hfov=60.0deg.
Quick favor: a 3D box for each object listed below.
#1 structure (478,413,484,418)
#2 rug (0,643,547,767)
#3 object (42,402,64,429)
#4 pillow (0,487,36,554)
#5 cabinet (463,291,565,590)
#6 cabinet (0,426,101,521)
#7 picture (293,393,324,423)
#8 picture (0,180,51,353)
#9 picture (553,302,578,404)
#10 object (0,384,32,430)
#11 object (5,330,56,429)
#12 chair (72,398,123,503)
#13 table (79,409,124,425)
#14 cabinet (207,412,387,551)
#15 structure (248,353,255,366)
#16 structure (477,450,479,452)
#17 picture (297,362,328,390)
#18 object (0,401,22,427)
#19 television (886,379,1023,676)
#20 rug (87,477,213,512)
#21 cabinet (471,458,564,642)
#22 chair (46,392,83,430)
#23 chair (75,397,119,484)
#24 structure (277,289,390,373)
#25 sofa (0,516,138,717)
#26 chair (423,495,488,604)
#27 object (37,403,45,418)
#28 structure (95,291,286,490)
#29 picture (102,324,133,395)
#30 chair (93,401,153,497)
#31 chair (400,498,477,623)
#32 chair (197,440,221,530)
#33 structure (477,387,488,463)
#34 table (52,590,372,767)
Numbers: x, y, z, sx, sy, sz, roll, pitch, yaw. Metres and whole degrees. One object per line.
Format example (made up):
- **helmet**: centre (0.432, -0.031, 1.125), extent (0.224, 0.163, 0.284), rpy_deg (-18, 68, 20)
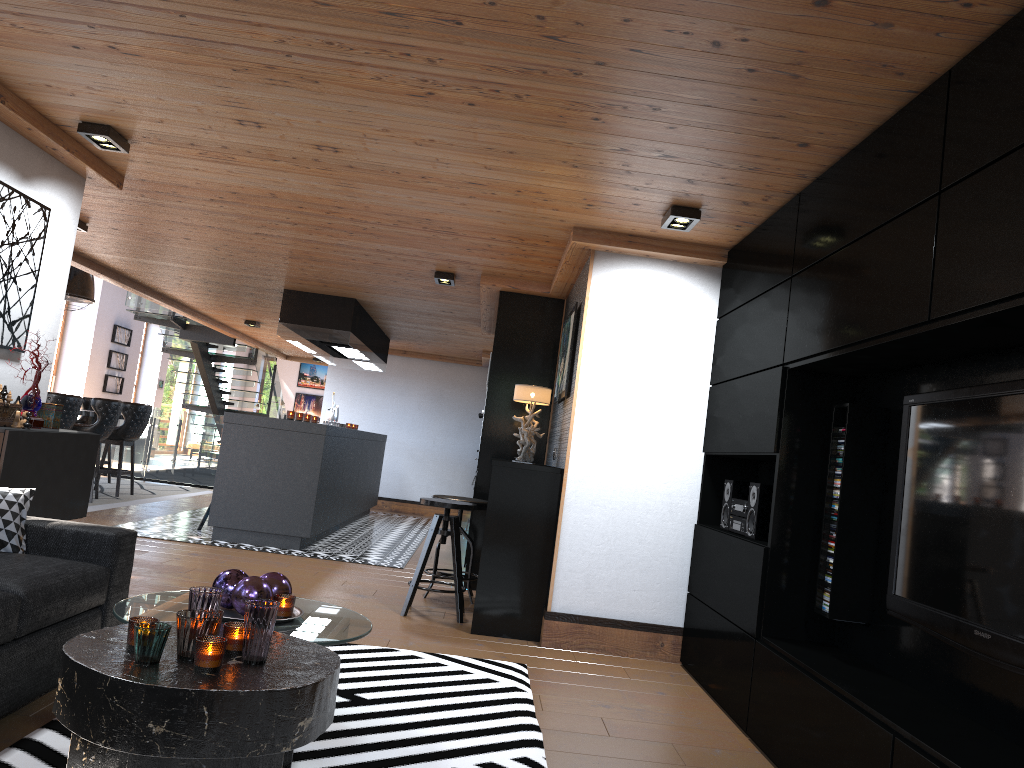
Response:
- **structure**: centre (-0.289, 0.425, 8.427), extent (0.090, 0.674, 0.593), rpy_deg (8, -5, -1)
- **rug**: centre (-0.692, 1.209, 3.055), extent (1.663, 0.020, 2.894), rpy_deg (7, -5, -2)
- **object**: centre (-2.478, 0.171, 4.764), extent (0.109, 0.135, 0.096), rpy_deg (8, -5, -12)
- **pillow**: centre (-2.102, 0.486, 3.347), extent (0.541, 0.346, 0.296), rpy_deg (12, -7, -41)
- **cabinet**: centre (-0.089, 0.649, 10.037), extent (0.544, 2.384, 6.415), rpy_deg (8, -5, -1)
- **cabinet**: centre (-2.473, 0.448, 4.411), extent (0.358, 0.469, 0.953), rpy_deg (7, -5, -1)
- **picture**: centre (-6.118, 0.719, 26.641), extent (0.880, 0.817, 0.036), rpy_deg (8, -6, -2)
- **picture**: centre (-2.505, -0.570, 4.405), extent (0.020, 0.783, 0.561), rpy_deg (8, -5, -1)
- **picture**: centre (0.354, -0.183, 5.964), extent (0.010, 0.595, 0.923), rpy_deg (8, -5, -1)
- **object**: centre (-2.400, 0.105, 4.224), extent (0.202, 0.197, 0.355), rpy_deg (6, -5, 10)
- **object**: centre (-2.435, -0.032, 4.495), extent (0.152, 0.505, 0.324), rpy_deg (8, -5, -2)
- **chair**: centre (-4.462, 0.678, 9.278), extent (0.572, 1.094, 0.500), rpy_deg (9, -6, -18)
- **table**: centre (-5.334, 0.672, 9.445), extent (1.430, 0.951, 3.788), rpy_deg (7, -5, -1)
- **cabinet**: centre (-2.191, 1.024, 10.015), extent (0.889, 1.105, 4.790), rpy_deg (7, -5, -1)
- **structure**: centre (-7.797, -0.742, 26.602), extent (0.214, 0.350, 0.213), rpy_deg (8, -5, -2)
- **structure**: centre (-0.338, 0.645, 12.934), extent (0.255, 0.947, 0.596), rpy_deg (8, -5, -1)
- **picture**: centre (-5.991, -0.265, 26.737), extent (0.880, 0.817, 0.036), rpy_deg (8, -6, -2)
- **object**: centre (-2.463, 0.056, 4.172), extent (0.210, 0.271, 0.286), rpy_deg (8, -5, -2)
- **television**: centre (1.421, 0.397, 2.582), extent (0.051, 0.814, 1.250), rpy_deg (8, -5, -1)
- **rug**: centre (-5.342, 1.155, 9.725), extent (2.554, 0.047, 5.619), rpy_deg (7, -5, -2)
- **cabinet**: centre (0.010, 1.034, 5.970), extent (0.430, 1.011, 1.622), rpy_deg (8, -5, -1)
- **chair**: centre (-4.502, 0.616, 8.459), extent (0.567, 1.094, 0.504), rpy_deg (7, -5, 7)
- **chair**: centre (-5.410, 0.731, 11.437), extent (0.505, 1.094, 0.566), rpy_deg (8, -5, -3)
- **structure**: centre (-1.981, -0.546, 10.356), extent (0.711, 0.477, 3.243), rpy_deg (7, -5, -1)
- **sofa**: centre (-1.517, 0.625, 2.175), extent (2.090, 0.819, 3.082), rpy_deg (7, -5, -2)
- **chair**: centre (-0.400, 1.168, 6.306), extent (0.441, 0.718, 0.441), rpy_deg (7, -5, 2)
- **object**: centre (-2.519, 0.156, 4.638), extent (0.107, 0.135, 0.097), rpy_deg (4, -6, 29)
- **structure**: centre (-7.353, 0.909, 14.664), extent (9.218, 6.408, 11.001), rpy_deg (7, -5, -2)
- **picture**: centre (-7.716, -0.466, 17.354), extent (0.059, 1.314, 0.772), rpy_deg (8, -5, -1)
- **chair**: centre (-4.541, 0.745, 10.234), extent (0.569, 1.094, 0.503), rpy_deg (8, -5, -3)
- **chair**: centre (-0.449, 1.103, 5.601), extent (0.393, 0.722, 0.392), rpy_deg (8, -5, -2)
- **chair**: centre (-2.614, 0.975, 8.444), extent (0.469, 0.841, 0.538), rpy_deg (7, -5, -1)
- **structure**: centre (-0.259, 0.379, 7.804), extent (0.039, 0.672, 0.592), rpy_deg (8, -5, -1)
- **table**: centre (-0.970, 0.964, 2.884), extent (0.896, 0.372, 1.521), rpy_deg (7, -5, -1)
